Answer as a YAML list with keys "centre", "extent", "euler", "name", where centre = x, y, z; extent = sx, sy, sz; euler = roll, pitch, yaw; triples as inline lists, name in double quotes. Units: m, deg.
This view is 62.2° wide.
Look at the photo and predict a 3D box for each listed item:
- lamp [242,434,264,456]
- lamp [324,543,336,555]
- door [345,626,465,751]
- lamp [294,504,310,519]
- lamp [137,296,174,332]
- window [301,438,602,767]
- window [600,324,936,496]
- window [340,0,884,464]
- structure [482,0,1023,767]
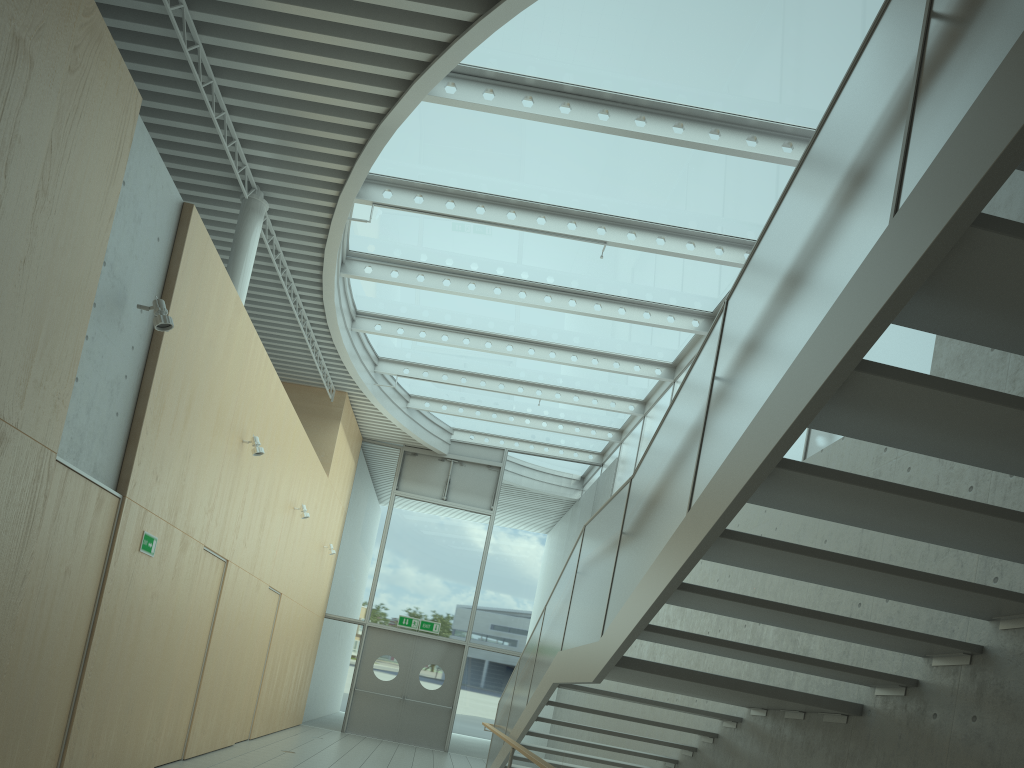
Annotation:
- centre: [-2.487, 0.586, 8.171]
  extent: [0.239, 0.191, 0.142]
  euler: [17, -12, -23]
  name: "lamp"
- centre: [-3.093, 2.796, 14.406]
  extent: [0.239, 0.191, 0.142]
  euler: [17, -12, -23]
  name: "lamp"
- centre: [-2.048, 5.877, 16.384]
  extent: [1.932, 2.050, 0.178]
  euler: [12, -4, -5]
  name: "door"
- centre: [-2.789, 1.687, 11.278]
  extent: [0.239, 0.191, 0.142]
  euler: [17, -12, -23]
  name: "lamp"
- centre: [-2.205, -0.444, 5.266]
  extent: [0.239, 0.191, 0.142]
  euler: [17, -12, -23]
  name: "lamp"
- centre: [-1.096, 4.074, 16.591]
  extent: [4.883, 6.115, 0.112]
  euler: [12, -4, -5]
  name: "window"
- centre: [2.104, 0.924, 11.355]
  extent: [0.030, 2.639, 16.431]
  euler: [11, -20, -1]
  name: "window"
- centre: [-0.318, 1.925, 11.057]
  extent: [4.802, 6.030, 16.613]
  euler: [12, -18, -2]
  name: "window"
- centre: [1.321, 1.560, 5.241]
  extent: [1.892, 4.049, 13.239]
  euler: [12, -19, -1]
  name: "structure"
